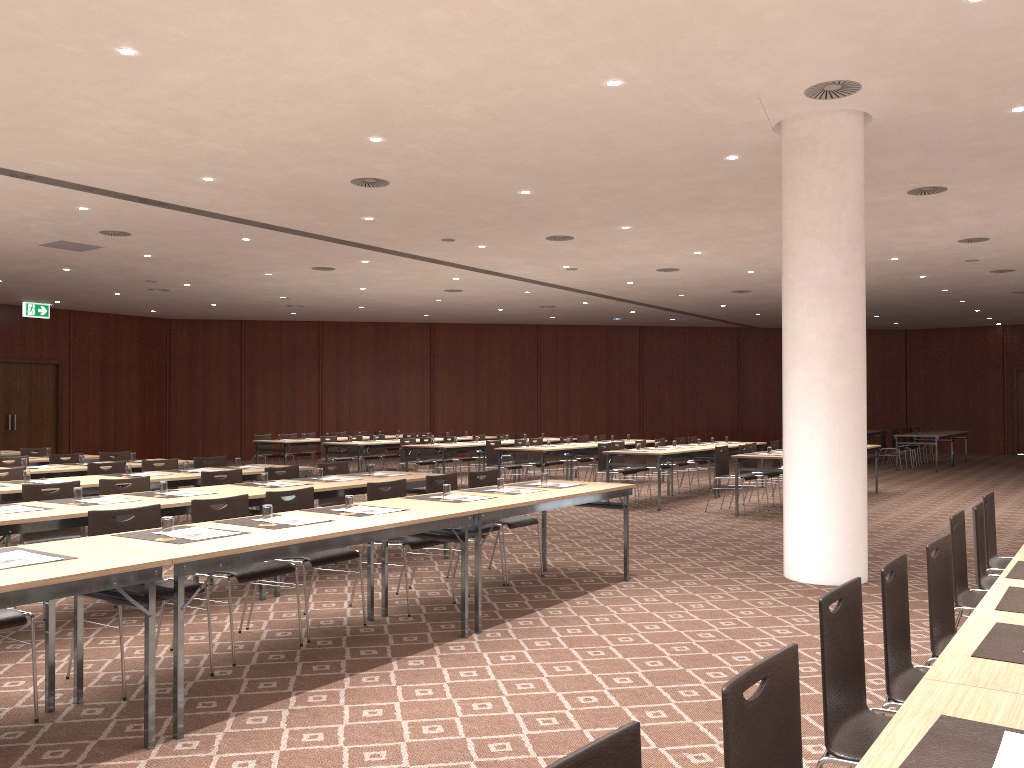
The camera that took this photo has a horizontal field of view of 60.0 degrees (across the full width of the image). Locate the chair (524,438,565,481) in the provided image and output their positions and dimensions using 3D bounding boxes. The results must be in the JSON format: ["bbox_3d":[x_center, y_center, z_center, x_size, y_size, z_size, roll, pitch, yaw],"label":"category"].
[{"bbox_3d":[0.565,1.444,15.950,0.614,0.939,0.536,-1,-1,37],"label":"chair"}]

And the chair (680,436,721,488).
[{"bbox_3d":[3.535,1.455,16.613,0.614,0.939,0.536,-1,-1,33],"label":"chair"}]

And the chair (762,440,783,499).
[{"bbox_3d":[4.439,1.397,14.410,0.614,0.939,0.536,-1,-1,33],"label":"chair"}]

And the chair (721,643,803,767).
[{"bbox_3d":[0.688,1.086,1.859,0.614,0.939,0.536,-1,-1,37],"label":"chair"}]

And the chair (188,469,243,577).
[{"bbox_3d":[-2.497,1.246,7.937,0.614,0.939,0.536,-1,-1,37],"label":"chair"}]

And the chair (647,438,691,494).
[{"bbox_3d":[2.760,1.431,15.603,0.614,0.939,0.536,-1,-1,33],"label":"chair"}]

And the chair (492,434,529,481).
[{"bbox_3d":[-0.057,1.507,18.379,0.614,0.939,0.536,-1,-1,35],"label":"chair"}]

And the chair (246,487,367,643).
[{"bbox_3d":[-1.404,1.197,6.068,0.614,0.939,0.536,-1,-1,34],"label":"chair"}]

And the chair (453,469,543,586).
[{"bbox_3d":[-0.123,1.239,7.848,0.614,0.939,0.536,-1,-1,36],"label":"chair"}]

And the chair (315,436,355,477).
[{"bbox_3d":[-3.441,1.483,17.195,0.614,0.939,0.536,-1,-1,35],"label":"chair"}]

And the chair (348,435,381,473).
[{"bbox_3d":[-2.999,1.494,17.650,0.614,0.939,0.536,-1,-1,32],"label":"chair"}]

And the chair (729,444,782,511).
[{"bbox_3d":[3.607,1.366,13.138,0.614,0.939,0.536,-1,-1,37],"label":"chair"}]

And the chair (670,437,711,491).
[{"bbox_3d":[3.213,1.442,16.074,0.614,0.939,0.536,-1,-1,34],"label":"chair"}]

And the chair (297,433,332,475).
[{"bbox_3d":[-4.338,1.541,19.408,0.614,0.939,0.536,-1,-1,32],"label":"chair"}]

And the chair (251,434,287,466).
[{"bbox_3d":[-5.036,1.514,18.299,0.614,0.939,0.536,-1,-1,36],"label":"chair"}]

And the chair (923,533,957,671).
[{"bbox_3d":[1.958,1.130,3.685,0.614,0.939,0.536,-1,-1,37],"label":"chair"}]

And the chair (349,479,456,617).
[{"bbox_3d":[-0.832,1.213,6.756,0.614,0.939,0.536,-1,-1,35],"label":"chair"}]

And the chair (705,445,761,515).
[{"bbox_3d":[3.150,1.355,12.661,0.614,0.939,0.536,-1,-1,38],"label":"chair"}]

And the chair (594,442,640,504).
[{"bbox_3d":[1.580,1.385,13.726,0.614,0.939,0.536,-1,-1,37],"label":"chair"}]

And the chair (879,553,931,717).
[{"bbox_3d":[1.546,1.117,3.167,0.614,0.939,0.536,-1,-1,34],"label":"chair"}]

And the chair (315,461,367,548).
[{"bbox_3d":[-1.721,1.275,9.115,0.614,0.939,0.536,-1,-1,34],"label":"chair"}]

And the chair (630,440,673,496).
[{"bbox_3d":[2.307,1.412,14.846,0.614,0.939,0.536,-1,-1,32],"label":"chair"}]

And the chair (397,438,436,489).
[{"bbox_3d":[-1.745,1.448,15.950,0.614,0.939,0.536,-1,-1,34],"label":"chair"}]

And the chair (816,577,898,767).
[{"bbox_3d":[1.169,1.106,2.685,0.614,0.939,0.536,-1,-1,36],"label":"chair"}]

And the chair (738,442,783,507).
[{"bbox_3d":[3.840,1.379,13.654,0.614,0.939,0.536,-1,-1,37],"label":"chair"}]

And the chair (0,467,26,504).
[{"bbox_3d":[-4.692,1.259,8.284,0.614,0.939,0.536,-1,-1,37],"label":"chair"}]

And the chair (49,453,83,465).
[{"bbox_3d":[-5.373,1.326,10.869,0.614,0.939,0.536,-1,-1,34],"label":"chair"}]

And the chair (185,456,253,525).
[{"bbox_3d":[-3.352,1.304,10.137,0.614,0.939,0.536,-1,-1,36],"label":"chair"}]

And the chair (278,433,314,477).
[{"bbox_3d":[-4.616,1.527,18.828,0.614,0.939,0.536,-1,-1,33],"label":"chair"}]

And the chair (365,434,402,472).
[{"bbox_3d":[-2.654,1.508,18.221,0.614,0.939,0.536,-1,-1,37],"label":"chair"}]

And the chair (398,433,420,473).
[{"bbox_3d":[-2.067,1.526,18.991,0.614,0.939,0.536,-1,-1,36],"label":"chair"}]

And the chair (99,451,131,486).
[{"bbox_3d":[-4.991,1.338,11.358,0.614,0.939,0.536,-1,-1,36],"label":"chair"}]

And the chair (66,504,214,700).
[{"bbox_3d":[-2.078,1.170,4.963,0.614,0.939,0.536,-1,-1,37],"label":"chair"}]

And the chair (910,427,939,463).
[{"bbox_3d":[11.055,1.622,23.798,0.614,0.939,0.536,-1,-1,38],"label":"chair"}]

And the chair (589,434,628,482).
[{"bbox_3d":[1.926,1.486,17.727,0.614,0.939,0.536,-1,-1,34],"label":"chair"}]

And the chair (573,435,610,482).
[{"bbox_3d":[1.526,1.477,17.332,0.614,0.939,0.536,-1,-1,37],"label":"chair"}]

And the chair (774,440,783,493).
[{"bbox_3d":[4.821,1.413,15.065,0.614,0.939,0.536,-1,-1,37],"label":"chair"}]

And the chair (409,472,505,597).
[{"bbox_3d":[-0.458,1.229,7.429,0.614,0.939,0.536,-1,-1,32],"label":"chair"}]

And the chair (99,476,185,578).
[{"bbox_3d":[-3.018,1.226,7.114,0.614,0.939,0.536,-1,-1,37],"label":"chair"}]

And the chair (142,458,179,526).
[{"bbox_3d":[-3.741,1.292,9.653,0.614,0.939,0.536,-1,-1,37],"label":"chair"}]

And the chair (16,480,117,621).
[{"bbox_3d":[-3.382,1.216,6.665,0.614,0.939,0.536,-1,-1,37],"label":"chair"}]

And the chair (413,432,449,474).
[{"bbox_3d":[-1.800,1.540,19.555,0.614,0.939,0.536,-1,-1,36],"label":"chair"}]

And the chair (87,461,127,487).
[{"bbox_3d":[-4.103,1.281,9.191,0.614,0.939,0.536,-1,-1,33],"label":"chair"}]

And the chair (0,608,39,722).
[{"bbox_3d":[-2.676,1.153,4.239,0.614,0.939,0.536,-1,-1,38],"label":"chair"}]

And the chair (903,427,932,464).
[{"bbox_3d":[10.696,1.613,23.407,0.614,0.939,0.536,-1,-1,35],"label":"chair"}]

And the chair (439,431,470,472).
[{"bbox_3d":[-1.343,1.553,20.107,0.614,0.939,0.536,-1,-1,34],"label":"chair"}]

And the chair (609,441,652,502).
[{"bbox_3d":[1.857,1.399,14.305,0.614,0.939,0.536,-1,-1,36],"label":"chair"}]

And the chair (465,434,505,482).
[{"bbox_3d":[-0.535,1.495,17.871,0.614,0.939,0.536,-1,-1,35],"label":"chair"}]

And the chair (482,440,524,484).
[{"bbox_3d":[-0.176,1.418,14.884,0.614,0.939,0.536,-1,-1,34],"label":"chair"}]

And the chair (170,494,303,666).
[{"bbox_3d":[-1.720,1.184,5.553,0.614,0.939,0.536,-1,-1,34],"label":"chair"}]

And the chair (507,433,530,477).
[{"bbox_3d":[0.300,1.521,18.966,0.614,0.939,0.536,-1,-1,37],"label":"chair"}]

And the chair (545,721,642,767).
[{"bbox_3d":[0.229,1.073,1.333,0.614,0.939,0.536,-1,-1,38],"label":"chair"}]

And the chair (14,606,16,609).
[{"bbox_3d":[-3.826,1.202,6.088,0.614,0.939,0.536,-1,-1,32],"label":"chair"}]

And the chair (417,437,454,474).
[{"bbox_3d":[-1.456,1.463,16.547,0.614,0.939,0.536,-1,-1,33],"label":"chair"}]

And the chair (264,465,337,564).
[{"bbox_3d":[-2.081,1.259,8.462,0.614,0.939,0.536,-1,-1,33],"label":"chair"}]

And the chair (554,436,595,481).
[{"bbox_3d":[1.163,1.462,16.705,0.614,0.939,0.536,-1,-1,37],"label":"chair"}]

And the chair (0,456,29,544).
[{"bbox_3d":[-5.724,1.311,10.230,0.614,0.939,0.536,-1,-1,37],"label":"chair"}]

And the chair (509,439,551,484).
[{"bbox_3d":[0.296,1.430,15.383,0.614,0.939,0.536,-1,-1,32],"label":"chair"}]

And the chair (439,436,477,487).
[{"bbox_3d":[-1.055,1.474,17.017,0.614,0.939,0.536,-1,-1,32],"label":"chair"}]

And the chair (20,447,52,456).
[{"bbox_3d":[-6.648,1.371,12.538,0.614,0.939,0.536,-1,-1,35],"label":"chair"}]
